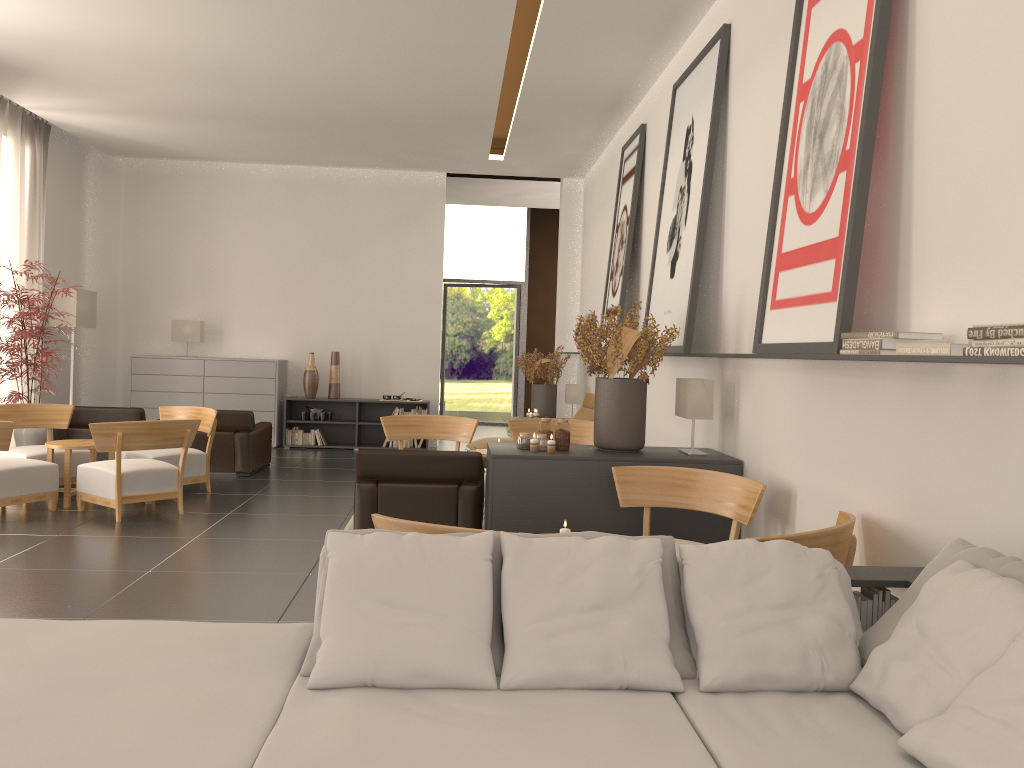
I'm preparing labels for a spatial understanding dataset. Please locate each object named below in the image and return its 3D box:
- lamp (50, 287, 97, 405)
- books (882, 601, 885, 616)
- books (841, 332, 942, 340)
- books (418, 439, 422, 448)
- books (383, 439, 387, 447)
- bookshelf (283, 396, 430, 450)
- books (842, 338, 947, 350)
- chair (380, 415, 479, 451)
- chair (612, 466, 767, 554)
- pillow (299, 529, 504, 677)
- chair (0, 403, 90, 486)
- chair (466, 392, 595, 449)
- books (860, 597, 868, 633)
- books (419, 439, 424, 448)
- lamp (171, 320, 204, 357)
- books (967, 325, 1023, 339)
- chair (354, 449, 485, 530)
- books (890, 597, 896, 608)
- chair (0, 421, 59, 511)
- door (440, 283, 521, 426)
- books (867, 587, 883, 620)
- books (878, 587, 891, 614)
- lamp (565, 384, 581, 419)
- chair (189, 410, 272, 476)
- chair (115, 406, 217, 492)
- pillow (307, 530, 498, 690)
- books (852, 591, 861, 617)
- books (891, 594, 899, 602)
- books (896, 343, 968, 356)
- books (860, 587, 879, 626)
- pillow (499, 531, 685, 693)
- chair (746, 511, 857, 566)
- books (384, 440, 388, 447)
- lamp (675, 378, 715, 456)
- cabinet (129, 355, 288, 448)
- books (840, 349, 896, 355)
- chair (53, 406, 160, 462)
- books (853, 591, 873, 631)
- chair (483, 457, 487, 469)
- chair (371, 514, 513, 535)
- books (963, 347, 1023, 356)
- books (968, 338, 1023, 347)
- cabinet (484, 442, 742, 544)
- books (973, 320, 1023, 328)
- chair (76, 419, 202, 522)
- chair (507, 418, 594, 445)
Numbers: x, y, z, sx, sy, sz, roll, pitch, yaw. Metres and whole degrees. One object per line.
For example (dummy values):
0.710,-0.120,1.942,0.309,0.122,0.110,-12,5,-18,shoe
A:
-8.877,-0.314,17.909,0.908,3.178,1.000,2,1,-4,lamp
1.938,1.244,4.720,0.012,0.215,0.153,2,1,-4,books
2.234,-0.280,5.240,0.299,0.040,0.526,1,2,-14,books
-1.966,1.204,19.316,0.154,0.360,0.249,2,1,-4,books
-2.720,1.181,19.267,0.154,0.360,0.249,2,1,-4,books
-3.353,0.873,19.371,3.080,1.079,0.740,2,1,-4,bookshelf
2.248,-0.229,5.239,0.391,0.063,0.498,2,2,-4,books
-1.201,1.092,12.689,1.452,1.226,1.151,2,1,-4,chair
1.301,1.369,7.428,1.452,1.226,1.151,3,2,36,chair
-0.479,1.015,4.157,0.919,0.577,0.549,2,1,-4,pillow
-6.729,0.921,12.590,1.151,1.226,1.452,3,2,31,chair
0.449,0.900,16.267,2.421,1.485,1.300,1,1,-14,chair
1.834,1.240,4.717,0.034,0.217,0.161,2,1,-4,books
-1.937,1.199,19.317,0.156,0.371,0.252,2,1,-4,books
-7.100,-0.991,19.402,0.619,0.796,0.309,2,1,-4,lamp
2.279,-0.222,3.900,0.284,0.053,0.485,2,2,-4,books
-1.070,1.255,10.356,1.537,1.075,1.500,2,2,-4,chair
1.988,1.240,4.730,0.028,0.226,0.168,2,1,-4,books
-6.429,0.988,10.957,1.452,1.226,1.151,3,2,21,chair
-0.973,-0.889,26.863,2.377,4.268,0.100,2,1,11,door
1.921,1.214,4.720,0.021,0.274,0.156,2,1,-4,books
1.960,1.215,4.727,0.028,0.273,0.165,2,1,-4,books
1.243,0.387,18.200,0.257,0.756,0.514,2,1,-4,lamp
-5.054,0.950,15.277,1.537,1.075,1.500,2,2,-4,chair
-5.035,0.964,12.969,1.452,1.226,1.151,3,2,36,chair
-0.472,1.000,4.017,0.801,0.598,0.585,2,1,-4,pillow
1.808,1.227,4.724,0.015,0.241,0.180,2,1,-4,books
2.022,1.243,4.735,0.039,0.221,0.174,2,1,-4,books
2.269,-0.175,4.630,0.301,0.064,0.407,1,2,-14,books
1.896,1.223,4.715,0.028,0.254,0.149,2,1,-4,books
0.339,1.026,4.071,0.801,0.595,0.596,2,1,-3,pillow
1.548,1.437,5.739,1.151,1.226,1.452,3,2,41,chair
-2.691,1.176,19.267,0.156,0.371,0.252,2,1,-4,books
1.844,0.327,9.000,0.257,0.757,0.514,2,1,-4,lamp
-6.564,0.367,19.278,3.080,1.876,1.040,2,1,-4,cabinet
2.234,-0.182,5.250,0.376,0.032,0.504,2,2,-4,books
-6.836,0.895,15.160,1.537,1.075,1.500,2,2,-4,chair
1.865,1.238,4.726,0.028,0.222,0.175,2,1,-4,books
0.569,0.969,14.415,2.421,1.485,1.300,2,1,6,chair
-0.093,1.393,5.416,1.452,1.226,1.151,3,2,21,chair
2.285,-0.137,3.911,0.316,0.040,0.504,2,2,-4,books
2.318,-0.175,3.913,0.350,0.038,0.525,2,2,1,books
0.947,1.295,8.974,2.400,1.239,1.121,2,1,-4,cabinet
2.283,-0.260,3.914,0.256,0.023,0.434,2,2,-4,books
-4.788,1.032,11.280,1.151,1.226,1.452,3,2,41,chair
0.654,1.150,12.810,1.452,1.226,1.151,2,1,-4,chair
